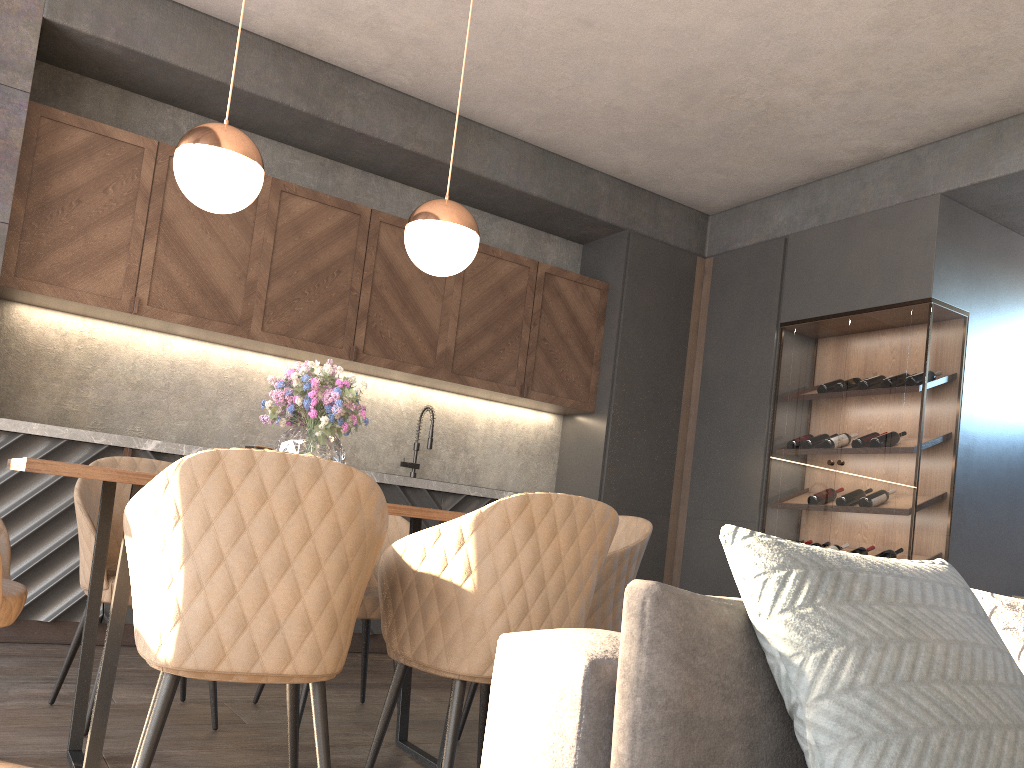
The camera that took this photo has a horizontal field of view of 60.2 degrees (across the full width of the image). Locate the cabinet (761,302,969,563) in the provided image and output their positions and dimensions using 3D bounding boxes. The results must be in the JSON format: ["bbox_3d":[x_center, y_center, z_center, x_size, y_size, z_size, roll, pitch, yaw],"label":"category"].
[{"bbox_3d":[1.975,0.419,5.062,0.339,1.573,1.000,9,-6,-31],"label":"cabinet"}]

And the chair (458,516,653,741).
[{"bbox_3d":[0.144,0.833,2.983,0.513,0.830,0.556,10,-6,-27],"label":"chair"}]

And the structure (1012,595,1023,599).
[{"bbox_3d":[3.487,1.189,4.539,2.276,1.412,1.510,12,-8,-31],"label":"structure"}]

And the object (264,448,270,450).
[{"bbox_3d":[-1.247,0.376,4.630,0.071,0.054,0.305,6,-9,10],"label":"object"}]

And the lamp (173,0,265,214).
[{"bbox_3d":[-0.733,-1.236,2.492,0.240,1.533,0.239,9,-5,-26],"label":"lamp"}]

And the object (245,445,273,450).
[{"bbox_3d":[-1.347,0.369,4.741,0.116,0.067,0.158,-1,-11,43],"label":"object"}]

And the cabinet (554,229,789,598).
[{"bbox_3d":[1.148,0.452,5.843,1.195,2.734,1.204,10,-6,-32],"label":"cabinet"}]

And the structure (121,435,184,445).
[{"bbox_3d":[-1.685,0.319,4.430,0.615,0.017,0.505,12,-11,-31],"label":"structure"}]

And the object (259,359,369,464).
[{"bbox_3d":[-0.580,0.122,2.591,0.327,0.406,0.301,3,-7,28],"label":"object"}]

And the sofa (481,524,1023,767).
[{"bbox_3d":[1.537,0.656,0.745,2.039,0.777,2.918,12,-10,-32],"label":"sofa"}]

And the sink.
[{"bbox_3d":[-0.418,0.402,5.258,0.969,0.542,0.461,12,-8,-32],"label":"sink"}]

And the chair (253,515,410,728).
[{"bbox_3d":[-0.616,0.779,3.201,0.559,0.830,0.511,10,-7,-32],"label":"chair"}]

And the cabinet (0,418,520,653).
[{"bbox_3d":[-1.037,0.935,4.823,3.418,0.943,0.601,12,-8,-32],"label":"cabinet"}]

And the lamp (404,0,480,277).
[{"bbox_3d":[-0.147,-1.105,2.862,0.238,1.533,0.241,4,-5,34],"label":"lamp"}]

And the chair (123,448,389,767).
[{"bbox_3d":[-0.570,0.568,1.890,0.558,0.830,0.512,9,-6,-22],"label":"chair"}]

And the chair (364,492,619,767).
[{"bbox_3d":[-0.060,0.683,2.216,0.560,0.830,0.510,11,-7,-37],"label":"chair"}]

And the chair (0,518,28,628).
[{"bbox_3d":[-1.409,0.493,2.036,0.513,0.830,0.556,10,-6,-27],"label":"chair"}]

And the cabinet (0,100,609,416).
[{"bbox_3d":[-0.921,-0.539,5.030,3.418,0.859,0.370,12,-7,-32],"label":"cabinet"}]

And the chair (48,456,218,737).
[{"bbox_3d":[-1.172,0.659,2.876,0.560,0.830,0.510,11,-7,-37],"label":"chair"}]

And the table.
[{"bbox_3d":[-0.643,0.697,2.517,1.477,0.763,0.770,12,-8,-32],"label":"table"}]
